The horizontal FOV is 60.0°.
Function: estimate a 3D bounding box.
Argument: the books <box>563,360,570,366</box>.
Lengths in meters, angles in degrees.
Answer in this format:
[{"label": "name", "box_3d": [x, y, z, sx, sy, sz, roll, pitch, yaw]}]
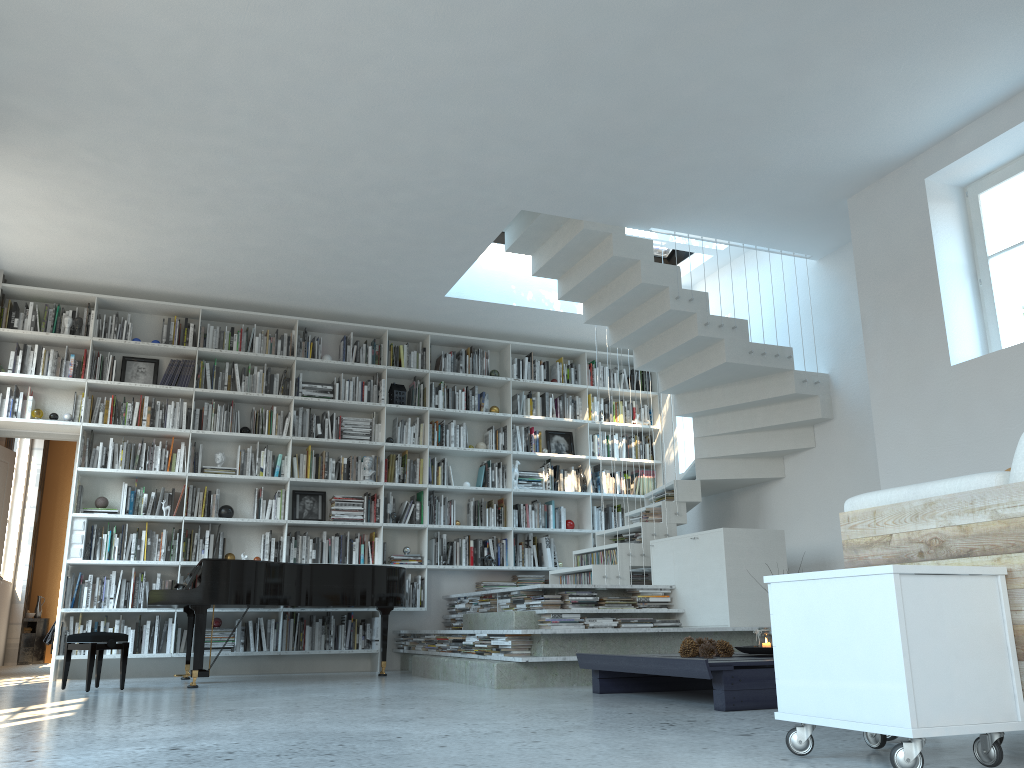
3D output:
[{"label": "books", "box_3d": [0.573, -0.086, 9.265, 0.020, 0.298, 0.131, 5, -16, -21]}]

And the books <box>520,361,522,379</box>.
[{"label": "books", "box_3d": [0.058, -0.105, 9.045, 0.024, 0.230, 0.169, 5, -16, -21]}]

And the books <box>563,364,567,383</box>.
[{"label": "books", "box_3d": [0.522, -0.070, 9.225, 0.031, 0.248, 0.165, 5, -16, -21]}]

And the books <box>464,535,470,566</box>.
[{"label": "books", "box_3d": [-0.428, 1.584, 8.382, 0.012, 0.292, 0.175, 5, -16, -21]}]

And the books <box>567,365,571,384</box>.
[{"label": "books", "box_3d": [0.563, -0.061, 9.232, 0.018, 0.234, 0.186, 5, -16, -21]}]

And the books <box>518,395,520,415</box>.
[{"label": "books", "box_3d": [0.042, 0.246, 8.949, 0.013, 0.236, 0.142, 5, -16, -21]}]

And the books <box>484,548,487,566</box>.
[{"label": "books", "box_3d": [-0.275, 1.656, 8.437, 0.025, 0.180, 0.169, 5, -16, -21]}]

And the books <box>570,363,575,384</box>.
[{"label": "books", "box_3d": [0.618, -0.071, 9.284, 0.025, 0.278, 0.136, 5, -16, -21]}]

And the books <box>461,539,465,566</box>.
[{"label": "books", "box_3d": [-0.481, 1.600, 8.360, 0.025, 0.252, 0.182, 5, -16, -21]}]

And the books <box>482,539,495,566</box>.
[{"label": "books", "box_3d": [-0.221, 1.619, 8.466, 0.070, 0.265, 0.186, 5, -16, -21]}]

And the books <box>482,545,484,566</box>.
[{"label": "books", "box_3d": [-0.299, 1.641, 8.438, 0.022, 0.210, 0.136, 5, -16, -21]}]

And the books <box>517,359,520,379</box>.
[{"label": "books", "box_3d": [0.038, -0.115, 9.030, 0.026, 0.241, 0.185, 5, -16, -21]}]

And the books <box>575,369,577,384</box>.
[{"label": "books", "box_3d": [0.643, -0.034, 9.290, 0.031, 0.210, 0.132, 5, -16, -21]}]

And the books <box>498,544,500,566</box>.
[{"label": "books", "box_3d": [-0.150, 1.647, 8.485, 0.013, 0.219, 0.169, 5, -16, -21]}]

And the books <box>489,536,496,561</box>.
[{"label": "books", "box_3d": [-0.187, 1.612, 8.493, 0.013, 0.293, 0.135, 5, -16, -21]}]

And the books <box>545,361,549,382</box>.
[{"label": "books", "box_3d": [0.336, -0.091, 9.157, 0.030, 0.257, 0.165, 5, -16, -21]}]

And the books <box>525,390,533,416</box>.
[{"label": "books", "box_3d": [0.173, 0.229, 9.007, 0.011, 0.295, 0.163, 5, -16, -21]}]

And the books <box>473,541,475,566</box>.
[{"label": "books", "box_3d": [-0.389, 1.620, 8.408, 0.025, 0.237, 0.157, 5, -16, -21]}]

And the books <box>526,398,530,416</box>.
[{"label": "books", "box_3d": [0.137, 0.265, 8.968, 0.025, 0.207, 0.175, 5, -16, -21]}]

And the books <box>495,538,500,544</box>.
[{"label": "books", "box_3d": [-0.149, 1.625, 8.521, 0.012, 0.281, 0.144, 5, -16, -21]}]

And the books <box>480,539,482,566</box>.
[{"label": "books", "box_3d": [-0.321, 1.613, 8.435, 0.026, 0.262, 0.170, 5, -16, -21]}]

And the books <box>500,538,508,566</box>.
[{"label": "books", "box_3d": [-0.075, 1.630, 8.523, 0.025, 0.271, 0.171, 5, -16, -21]}]

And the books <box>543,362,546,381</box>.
[{"label": "books", "box_3d": [0.311, -0.088, 9.161, 0.012, 0.253, 0.161, 5, -16, -21]}]

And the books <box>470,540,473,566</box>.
[{"label": "books", "box_3d": [-0.409, 1.611, 8.386, 0.031, 0.243, 0.185, 5, -16, -21]}]

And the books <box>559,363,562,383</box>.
[{"label": "books", "box_3d": [0.472, -0.076, 9.207, 0.016, 0.251, 0.189, 5, -16, -21]}]

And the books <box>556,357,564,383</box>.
[{"label": "books", "box_3d": [0.498, -0.107, 9.226, 0.007, 0.320, 0.166, 5, -16, -21]}]

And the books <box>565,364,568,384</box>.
[{"label": "books", "box_3d": [0.539, -0.068, 9.248, 0.017, 0.256, 0.147, 5, -16, -21]}]

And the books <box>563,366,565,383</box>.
[{"label": "books", "box_3d": [0.508, -0.062, 9.209, 0.007, 0.225, 0.170, 5, -16, -21]}]

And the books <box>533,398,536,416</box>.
[{"label": "books", "box_3d": [0.193, 0.266, 9.005, 0.030, 0.223, 0.158, 5, -16, -21]}]

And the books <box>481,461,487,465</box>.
[{"label": "books", "box_3d": [-0.269, 0.902, 8.661, 0.016, 0.289, 0.135, 5, -16, -21]}]

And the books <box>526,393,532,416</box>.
[{"label": "books", "box_3d": [0.159, 0.242, 8.988, 0.026, 0.260, 0.168, 5, -16, -21]}]

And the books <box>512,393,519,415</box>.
[{"label": "books", "box_3d": [0.030, 0.237, 8.949, 0.012, 0.253, 0.161, 5, -16, -21]}]

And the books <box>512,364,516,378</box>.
[{"label": "books", "box_3d": [-0.005, -0.092, 8.998, 0.022, 0.182, 0.190, 5, -16, -21]}]

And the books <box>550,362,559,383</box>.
[{"label": "books", "box_3d": [0.444, -0.083, 9.188, 0.019, 0.255, 0.169, 5, -16, -21]}]

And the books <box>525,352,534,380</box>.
[{"label": "books", "box_3d": [0.177, -0.145, 9.095, 0.014, 0.331, 0.181, 5, -16, -21]}]

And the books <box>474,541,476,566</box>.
[{"label": "books", "box_3d": [-0.370, 1.621, 8.423, 0.021, 0.242, 0.131, 5, -16, -21]}]

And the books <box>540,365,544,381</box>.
[{"label": "books", "box_3d": [0.276, -0.073, 9.116, 0.024, 0.201, 0.190, 5, -16, -21]}]

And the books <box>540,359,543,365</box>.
[{"label": "books", "box_3d": [0.282, -0.102, 9.156, 0.012, 0.278, 0.153, 5, -16, -21]}]

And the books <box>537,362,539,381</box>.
[{"label": "books", "box_3d": [0.233, -0.092, 9.109, 0.022, 0.235, 0.172, 5, -16, -21]}]

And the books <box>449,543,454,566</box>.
[{"label": "books", "box_3d": [-0.573, 1.610, 8.327, 0.011, 0.216, 0.176, 5, -16, -21]}]

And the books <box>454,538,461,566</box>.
[{"label": "books", "box_3d": [-0.514, 1.592, 8.360, 0.014, 0.267, 0.172, 5, -16, -21]}]

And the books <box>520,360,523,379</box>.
[{"label": "books", "box_3d": [0.076, -0.107, 9.072, 0.027, 0.249, 0.140, 5, -16, -21]}]

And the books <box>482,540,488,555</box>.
[{"label": "books", "box_3d": [-0.259, 1.625, 8.454, 0.012, 0.248, 0.165, 5, -16, -21]}]

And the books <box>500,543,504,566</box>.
[{"label": "books", "box_3d": [-0.120, 1.645, 8.493, 0.025, 0.227, 0.176, 5, -16, -21]}]

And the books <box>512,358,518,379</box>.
[{"label": "books", "box_3d": [0.012, -0.120, 9.026, 0.025, 0.250, 0.178, 5, -16, -21]}]

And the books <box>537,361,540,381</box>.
[{"label": "books", "box_3d": [0.250, -0.097, 9.127, 0.021, 0.253, 0.151, 5, -16, -21]}]

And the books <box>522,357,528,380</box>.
[{"label": "books", "box_3d": [0.117, -0.122, 9.074, 0.048, 0.277, 0.150, 5, -16, -21]}]

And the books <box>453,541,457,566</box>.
[{"label": "books", "box_3d": [-0.559, 1.606, 8.346, 0.029, 0.234, 0.142, 5, -16, -21]}]

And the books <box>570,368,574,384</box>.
[{"label": "books", "box_3d": [0.600, -0.044, 9.249, 0.029, 0.209, 0.170, 5, -16, -21]}]

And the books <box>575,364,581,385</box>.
[{"label": "books", "box_3d": [0.677, -0.062, 9.288, 0.026, 0.262, 0.163, 5, -16, -21]}]

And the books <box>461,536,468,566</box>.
[{"label": "books", "box_3d": [-0.448, 1.593, 8.396, 0.012, 0.284, 0.160, 5, -16, -21]}]

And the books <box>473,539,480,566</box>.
[{"label": "books", "box_3d": [-0.342, 1.609, 8.419, 0.026, 0.261, 0.174, 5, -16, -21]}]

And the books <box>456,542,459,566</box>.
[{"label": "books", "box_3d": [-0.533, 1.611, 8.351, 0.024, 0.227, 0.160, 5, -16, -21]}]

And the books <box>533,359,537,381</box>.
[{"label": "books", "box_3d": [0.216, -0.106, 9.105, 0.014, 0.261, 0.168, 5, -16, -21]}]

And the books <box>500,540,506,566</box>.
[{"label": "books", "box_3d": [-0.099, 1.634, 8.511, 0.026, 0.257, 0.157, 5, -16, -21]}]

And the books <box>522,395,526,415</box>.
[{"label": "books", "box_3d": [0.105, 0.247, 8.985, 0.026, 0.250, 0.131, 5, -16, -21]}]

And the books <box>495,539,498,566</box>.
[{"label": "books", "box_3d": [-0.171, 1.627, 8.496, 0.021, 0.264, 0.150, 5, -16, -21]}]

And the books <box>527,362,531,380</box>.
[{"label": "books", "box_3d": [0.153, -0.095, 9.083, 0.030, 0.230, 0.148, 5, -16, -21]}]

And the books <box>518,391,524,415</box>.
[{"label": "books", "box_3d": [0.072, 0.227, 8.967, 0.052, 0.281, 0.167, 5, -16, -21]}]
